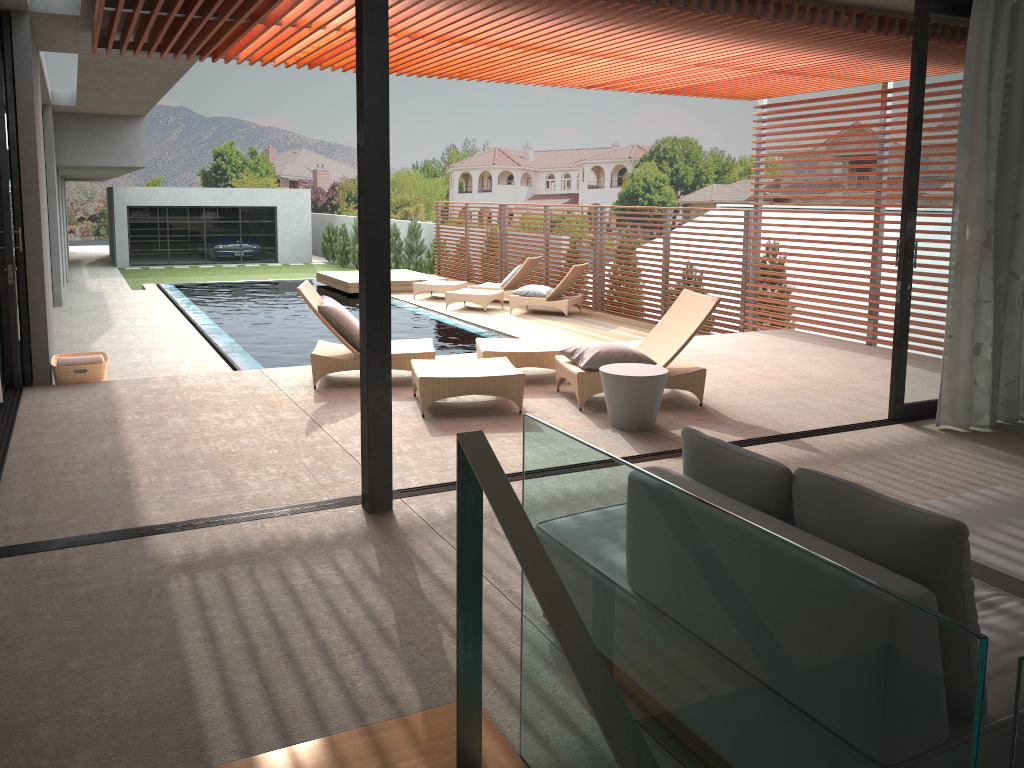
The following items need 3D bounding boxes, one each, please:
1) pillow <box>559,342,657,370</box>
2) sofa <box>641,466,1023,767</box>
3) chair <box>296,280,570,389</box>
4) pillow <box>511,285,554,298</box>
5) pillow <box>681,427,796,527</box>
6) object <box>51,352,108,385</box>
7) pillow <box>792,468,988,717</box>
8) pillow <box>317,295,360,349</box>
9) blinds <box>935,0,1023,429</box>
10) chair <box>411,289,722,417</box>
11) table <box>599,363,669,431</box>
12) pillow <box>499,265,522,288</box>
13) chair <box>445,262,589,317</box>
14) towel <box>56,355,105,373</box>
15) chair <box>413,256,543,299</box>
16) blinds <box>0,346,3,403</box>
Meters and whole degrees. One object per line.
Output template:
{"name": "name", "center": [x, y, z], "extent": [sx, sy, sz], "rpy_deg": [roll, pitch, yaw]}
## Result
{"name": "pillow", "center": [0.732, -0.223, 6.848], "extent": [0.594, 0.192, 0.603], "rpy_deg": [-3, 12, -15]}
{"name": "sofa", "center": [0.870, 0.604, 2.743], "extent": [1.015, 0.724, 1.614], "rpy_deg": [-5, 12, -26]}
{"name": "chair", "center": [-0.653, -0.456, 7.619], "extent": [2.293, 0.819, 0.709], "rpy_deg": [-1, 9, -7]}
{"name": "pillow", "center": [0.366, -1.511, 14.343], "extent": [0.594, 0.192, 0.602], "rpy_deg": [5, 12, 20]}
{"name": "pillow", "center": [0.680, 0.401, 2.551], "extent": [0.266, 0.478, 0.497], "rpy_deg": [-4, 11, -25]}
{"name": "object", "center": [-3.730, -0.071, 7.644], "extent": [0.447, 0.297, 0.687], "rpy_deg": [-5, 12, -26]}
{"name": "pillow", "center": [0.891, 0.483, 2.121], "extent": [0.239, 0.492, 0.497], "rpy_deg": [-3, 10, -26]}
{"name": "pillow", "center": [-1.412, -0.509, 7.508], "extent": [0.427, 0.422, 0.616], "rpy_deg": [-1, 11, -8]}
{"name": "blinds", "center": [4.024, -1.227, 6.325], "extent": [2.430, 2.892, 0.225], "rpy_deg": [-4, 9, -26]}
{"name": "chair", "center": [0.396, -0.275, 6.808], "extent": [2.294, 0.819, 0.709], "rpy_deg": [-2, 10, -11]}
{"name": "table", "center": [0.840, 0.092, 6.133], "extent": [0.478, 0.389, 0.478], "rpy_deg": [-9, 14, -44]}
{"name": "pillow", "center": [0.082, -1.934, 15.721], "extent": [0.427, 0.422, 0.615], "rpy_deg": [4, 11, 21]}
{"name": "chair", "center": [0.072, -1.604, 14.502], "extent": [2.299, 0.818, 0.707], "rpy_deg": [6, 11, 23]}
{"name": "towel", "center": [-3.659, -0.099, 7.506], "extent": [0.370, 0.308, 0.312], "rpy_deg": [-4, 11, -25]}
{"name": "chair", "center": [-0.627, -1.933, 16.017], "extent": [2.299, 0.818, 0.707], "rpy_deg": [5, 10, 22]}
{"name": "blinds", "center": [-3.975, -1.334, 6.512], "extent": [0.230, 2.902, 0.893], "rpy_deg": [-4, 9, -29]}
